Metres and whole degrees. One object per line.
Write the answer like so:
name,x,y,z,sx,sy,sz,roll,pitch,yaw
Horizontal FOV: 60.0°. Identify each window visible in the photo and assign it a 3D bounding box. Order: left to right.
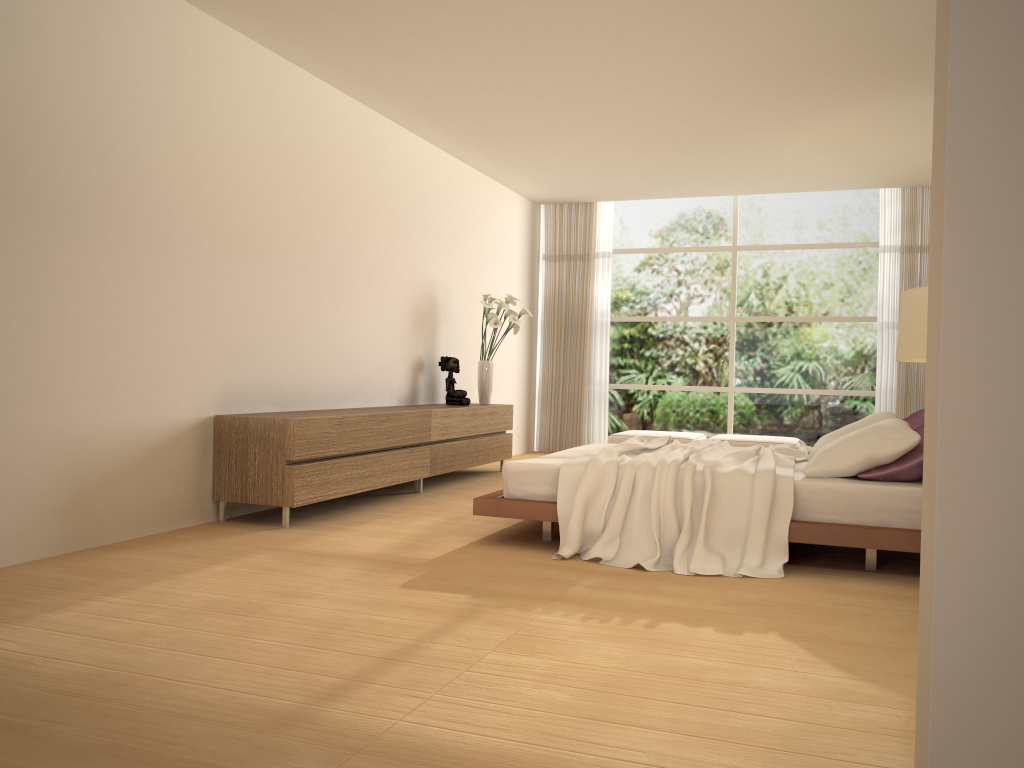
window,2.640,-0.774,10.594,4.781,3.371,0.071,2,1,21

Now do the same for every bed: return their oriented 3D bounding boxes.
bed,1.323,0.647,5.511,2.535,0.570,2.599,2,1,21

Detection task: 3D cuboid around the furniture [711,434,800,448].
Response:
furniture,2.608,0.747,9.574,0.965,0.346,0.964,2,1,21

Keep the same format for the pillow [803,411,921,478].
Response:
pillow,2.057,0.342,5.279,0.561,0.339,1.720,2,1,21

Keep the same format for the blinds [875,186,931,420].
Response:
blinds,4.384,-0.713,9.611,0.814,3.351,0.202,2,1,20

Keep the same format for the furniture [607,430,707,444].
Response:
furniture,1.638,0.719,9.937,0.965,0.346,0.964,2,1,21

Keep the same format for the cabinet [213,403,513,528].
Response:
cabinet,-0.920,0.529,7.126,0.588,0.662,3.713,2,1,21

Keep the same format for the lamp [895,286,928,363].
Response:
lamp,1.484,-1.268,2.784,0.451,2.399,0.451,2,1,19

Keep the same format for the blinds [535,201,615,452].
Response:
blinds,0.767,-0.815,11.020,0.950,3.352,0.211,2,1,19

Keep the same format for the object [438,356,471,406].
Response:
object,-0.525,-0.030,8.208,0.282,0.453,0.181,2,1,21

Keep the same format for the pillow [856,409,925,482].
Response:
pillow,2.313,0.335,5.191,0.575,0.369,1.683,2,1,21

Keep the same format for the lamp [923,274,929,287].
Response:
lamp,4.013,-0.036,7.794,0.817,2.018,0.817,1,1,-27

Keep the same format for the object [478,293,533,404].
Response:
object,-0.116,-0.343,8.582,0.515,1.085,0.608,1,1,-21
